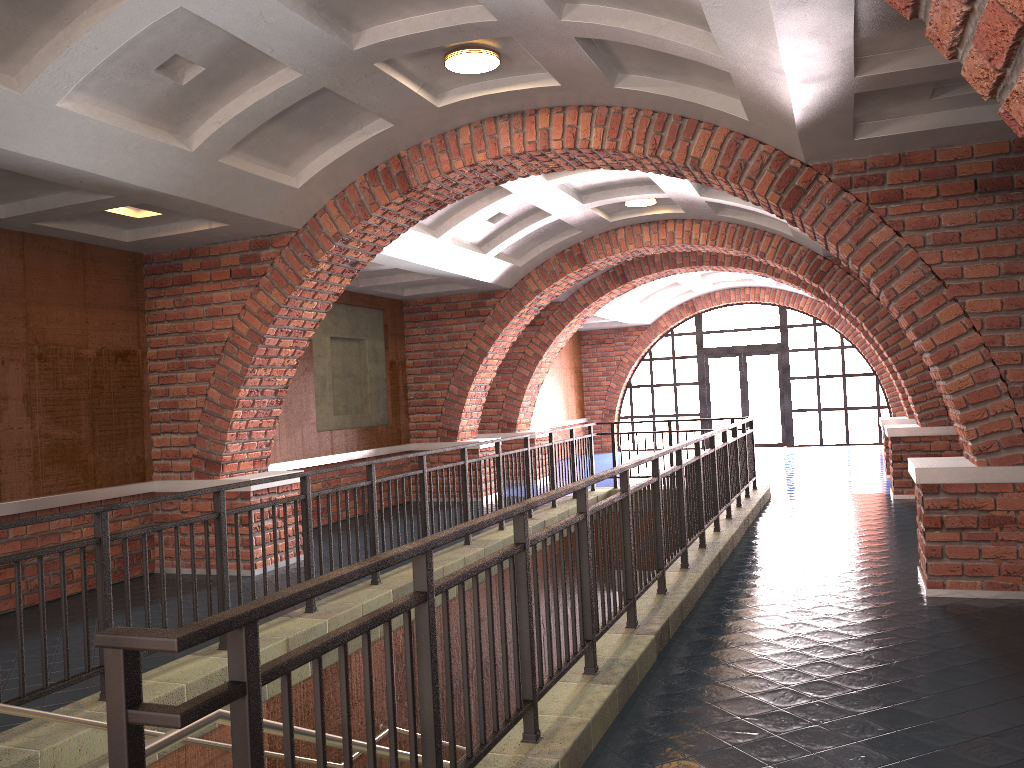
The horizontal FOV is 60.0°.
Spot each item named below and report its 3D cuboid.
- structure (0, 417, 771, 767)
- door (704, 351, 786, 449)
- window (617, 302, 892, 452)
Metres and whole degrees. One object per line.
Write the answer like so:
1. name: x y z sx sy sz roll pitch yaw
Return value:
1. structure: 0.444 3.342 7.121 2.464 5.665 11.177 -3 -1 21
2. door: 5.453 0.379 20.762 1.754 2.236 0.040 -3 -1 21
3. window: 5.471 -0.191 20.746 6.353 3.471 0.100 -3 -1 21
